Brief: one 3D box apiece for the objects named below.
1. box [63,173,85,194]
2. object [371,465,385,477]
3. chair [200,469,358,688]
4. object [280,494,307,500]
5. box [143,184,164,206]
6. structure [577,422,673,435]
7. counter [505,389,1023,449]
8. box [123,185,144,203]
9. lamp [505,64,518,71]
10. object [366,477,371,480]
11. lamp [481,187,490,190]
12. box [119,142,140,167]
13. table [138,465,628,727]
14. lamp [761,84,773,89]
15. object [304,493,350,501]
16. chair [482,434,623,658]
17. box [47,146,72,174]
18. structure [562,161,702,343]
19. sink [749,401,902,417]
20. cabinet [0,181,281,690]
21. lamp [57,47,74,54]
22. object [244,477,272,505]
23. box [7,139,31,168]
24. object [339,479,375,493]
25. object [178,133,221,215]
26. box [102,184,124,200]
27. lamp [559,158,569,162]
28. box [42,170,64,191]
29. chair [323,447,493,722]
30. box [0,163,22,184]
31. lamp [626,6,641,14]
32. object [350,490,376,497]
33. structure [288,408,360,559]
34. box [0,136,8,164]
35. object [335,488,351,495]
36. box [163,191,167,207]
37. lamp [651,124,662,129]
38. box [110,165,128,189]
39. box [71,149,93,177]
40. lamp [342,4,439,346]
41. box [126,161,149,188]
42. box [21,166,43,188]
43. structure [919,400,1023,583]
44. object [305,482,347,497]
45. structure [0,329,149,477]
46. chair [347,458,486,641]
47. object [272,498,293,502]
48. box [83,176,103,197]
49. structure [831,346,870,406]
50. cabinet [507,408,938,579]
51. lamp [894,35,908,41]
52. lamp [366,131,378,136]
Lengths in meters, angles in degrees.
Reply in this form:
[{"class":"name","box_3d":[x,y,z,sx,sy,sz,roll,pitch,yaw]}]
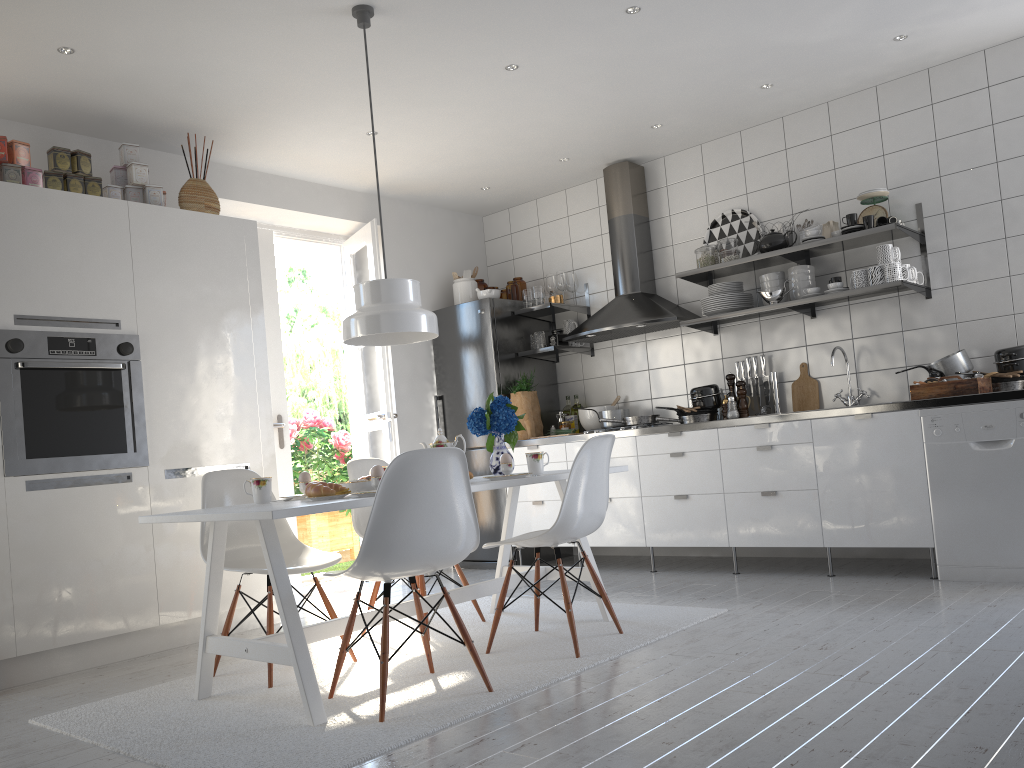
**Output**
[{"class":"box","box_3d":[-2.006,-0.896,4.045,0.081,0.110,0.081,-8,-4,41]},{"class":"object","box_3d":[-0.455,0.305,3.003,0.048,0.063,0.048,-2,-4,-45]},{"class":"chair","box_3d":[-0.950,0.721,3.484,0.544,0.799,0.464,-8,-4,40]},{"class":"object","box_3d":[-0.785,0.429,3.381,0.201,0.016,0.201,-5,-4,-4]},{"class":"box","box_3d":[-1.738,-0.901,4.295,0.081,0.110,0.081,-3,-4,-34]},{"class":"structure","box_3d":[0.727,0.276,5.554,0.468,0.029,0.490,-9,-6,41]},{"class":"counter","box_3d":[1.364,0.212,5.007,3.247,0.045,0.650,-9,-6,41]},{"class":"box","box_3d":[-1.828,-0.894,4.281,0.081,0.110,0.081,-3,-4,-34]},{"class":"lamp","box_3d":[-0.002,-1.503,4.179,0.064,0.030,0.064,-8,-5,33]},{"class":"object","box_3d":[-0.525,0.357,3.262,0.031,0.032,0.138,-5,-4,-4]},{"class":"lamp","box_3d":[-0.183,-1.344,6.039,0.064,0.030,0.064,-8,-5,33]},{"class":"box","box_3d":[-1.864,-1.108,4.320,0.081,0.110,0.081,-3,-4,-39]},{"class":"table","box_3d":[-0.362,0.737,3.478,0.816,0.659,1.825,-8,-5,41]},{"class":"lamp","box_3d":[1.350,-1.587,4.693,0.064,0.030,0.064,-8,-5,33]},{"class":"object","box_3d":[-0.631,0.389,3.042,0.158,0.016,0.158,-6,-4,11]},{"class":"chair","box_3d":[0.168,0.618,3.469,0.543,0.799,0.465,-7,-3,30]},{"class":"box","box_3d":[-2.046,-1.005,4.007,0.081,0.110,0.081,-8,-4,41]},{"class":"structure","box_3d":[0.688,-0.871,5.673,0.870,1.091,0.472,-8,-4,41]},{"class":"sink","box_3d":[1.700,0.186,4.681,0.767,0.111,0.487,-9,-6,41]},{"class":"cabinet","box_3d":[-1.888,0.218,4.258,0.514,2.093,1.376,-7,-3,41]},{"class":"lamp","box_3d":[-1.831,-1.378,3.634,0.064,0.030,0.064,-8,-5,33]},{"class":"object","box_3d":[-0.911,0.388,3.215,0.091,0.095,0.078,-7,-3,28]},{"class":"box","box_3d":[-2.173,-1.003,3.894,0.081,0.110,0.081,-7,-3,31]},{"class":"object","box_3d":[-0.562,0.382,3.305,0.158,0.058,0.158,-8,-5,31]},{"class":"object","box_3d":[-1.595,-1.040,4.495,0.091,0.451,0.229,-7,-3,41]},{"class":"box","box_3d":[-1.913,-0.889,4.243,0.081,0.110,0.081,-8,-4,41]},{"class":"lamp","box_3d":[0.328,-1.425,5.591,0.064,0.030,0.064,-8,-5,33]},{"class":"box","box_3d":[-2.066,-0.894,3.993,0.081,0.110,0.081,-3,-4,-34]},{"class":"chair","box_3d":[-0.349,0.621,2.887,0.464,0.799,0.544,-3,-3,-35]},{"class":"box","box_3d":[-2.185,-0.894,3.857,0.081,0.110,0.081,-2,-4,-44]},{"class":"lamp","box_3d":[0.509,-1.584,3.730,0.064,0.030,0.064,-8,-5,33]},{"class":"object","box_3d":[-0.449,0.369,3.001,0.200,0.016,0.201,-2,-5,-34]},{"class":"structure","box_3d":[-1.678,0.848,7.395,1.265,1.278,1.174,-8,-4,42]},{"class":"box","box_3d":[-2.218,-1.005,3.819,0.081,0.110,0.081,-4,-3,-29]},{"class":"object","box_3d":[-0.600,0.376,3.031,0.109,0.036,0.070,-5,-4,-1]},{"class":"box","box_3d":[-1.755,-0.893,4.383,0.081,0.110,0.081,-3,-4,-34]},{"class":"lamp","box_3d":[0.839,-1.506,5.142,0.064,0.030,0.064,-8,-5,33]},{"class":"box","box_3d":[-1.905,-0.995,4.313,0.081,0.110,0.081,-3,-4,-39]},{"class":"box","box_3d":[-1.985,-1.006,4.066,0.081,0.110,0.081,-6,-3,21]},{"class":"lamp","box_3d":[-0.534,-0.832,3.503,0.373,1.321,0.374,-4,-2,-18]},{"class":"box","box_3d":[-1.808,-1.006,4.283,0.081,0.110,0.081,-2,-4,-44]},{"class":"box","box_3d":[-2.132,-0.893,3.923,0.081,0.110,0.081,-7,-4,36]},{"class":"structure","box_3d":[2.304,0.479,4.096,0.575,0.790,0.508,-8,-4,41]},{"class":"object","box_3d":[-0.649,0.362,3.052,0.124,0.057,0.161,-6,-4,6]},{"class":"structure","box_3d":[-1.955,0.092,3.987,0.322,0.608,0.726,-7,-4,41]},{"class":"chair","box_3d":[-0.464,0.719,4.042,0.543,0.799,0.464,-7,-3,35]},{"class":"object","box_3d":[-0.860,0.432,3.297,0.140,0.011,0.032,-9,-5,38]},{"class":"box","box_3d":[-1.947,-0.896,4.107,0.081,0.110,0.081,-3,-4,-39]},{"class":"structure","box_3d":[1.840,-0.034,4.830,0.189,0.352,0.274,-6,-3,17]},{"class":"cabinet","box_3d":[1.398,0.627,4.987,3.246,0.794,0.662,-9,-5,41]},{"class":"lamp","box_3d":[1.861,-1.668,4.244,0.064,0.030,0.064,-8,-5,33]},{"class":"lamp","box_3d":[-0.768,-1.381,4.851,0.064,0.030,0.064,-8,-5,33]}]
